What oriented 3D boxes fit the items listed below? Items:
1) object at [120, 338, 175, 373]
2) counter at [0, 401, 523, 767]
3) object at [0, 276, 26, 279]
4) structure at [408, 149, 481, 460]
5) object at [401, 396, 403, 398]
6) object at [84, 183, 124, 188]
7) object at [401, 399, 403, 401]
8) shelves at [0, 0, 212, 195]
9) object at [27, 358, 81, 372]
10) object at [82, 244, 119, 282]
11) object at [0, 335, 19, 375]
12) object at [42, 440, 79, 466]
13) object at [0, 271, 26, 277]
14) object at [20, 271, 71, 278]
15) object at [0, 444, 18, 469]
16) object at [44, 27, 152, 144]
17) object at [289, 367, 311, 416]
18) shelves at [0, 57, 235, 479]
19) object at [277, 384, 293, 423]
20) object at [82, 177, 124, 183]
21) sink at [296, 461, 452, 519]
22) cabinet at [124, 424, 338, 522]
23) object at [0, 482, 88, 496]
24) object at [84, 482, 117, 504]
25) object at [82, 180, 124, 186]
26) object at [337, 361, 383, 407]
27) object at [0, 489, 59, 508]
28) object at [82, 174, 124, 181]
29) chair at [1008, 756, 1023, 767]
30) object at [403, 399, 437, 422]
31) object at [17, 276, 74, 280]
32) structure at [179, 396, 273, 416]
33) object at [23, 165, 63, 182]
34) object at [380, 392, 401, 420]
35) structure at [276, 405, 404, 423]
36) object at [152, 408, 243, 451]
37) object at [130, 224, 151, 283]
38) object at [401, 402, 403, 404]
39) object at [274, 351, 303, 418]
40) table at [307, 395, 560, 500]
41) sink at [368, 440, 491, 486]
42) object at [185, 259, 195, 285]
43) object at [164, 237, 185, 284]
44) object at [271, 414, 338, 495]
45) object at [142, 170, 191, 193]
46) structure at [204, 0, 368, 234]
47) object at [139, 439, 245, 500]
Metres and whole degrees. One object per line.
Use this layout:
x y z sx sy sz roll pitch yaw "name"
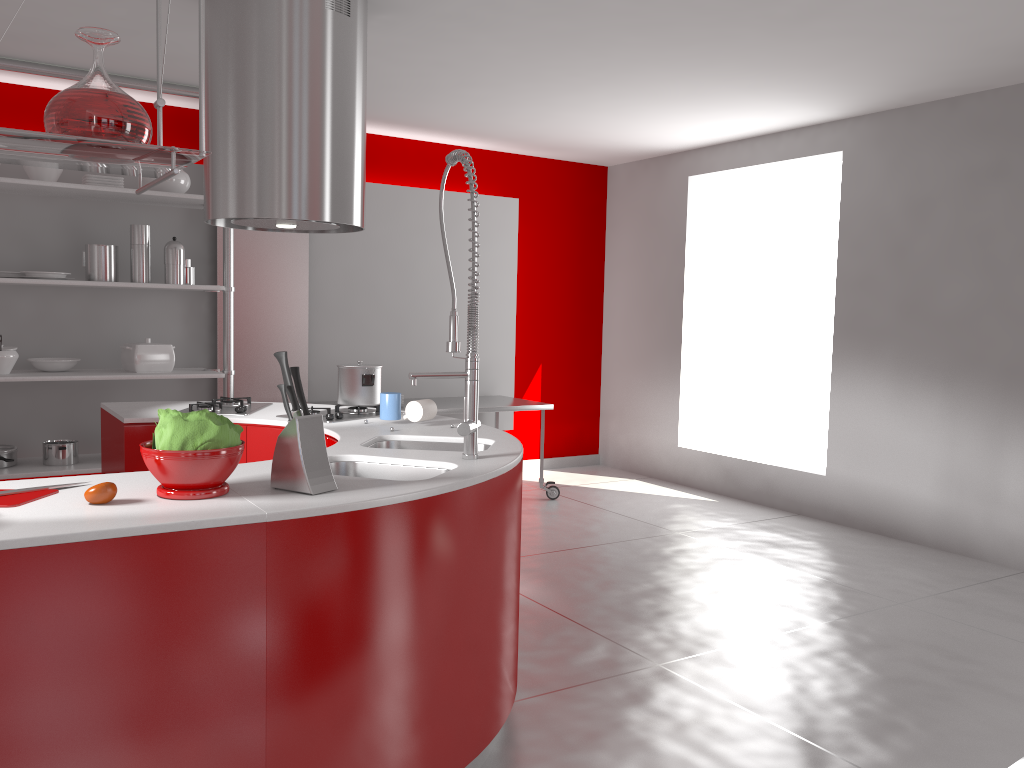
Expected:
-2.134 -0.170 5.196 0.282 0.197 0.235 -3 6 -42 "object"
-0.914 0.641 2.682 1.868 0.880 2.865 1 5 1 "counter"
-2.782 -0.581 4.887 0.280 0.015 0.280 2 5 4 "object"
-0.175 -0.240 2.625 0.178 0.920 0.308 2 5 11 "structure"
-0.848 0.094 5.889 0.228 0.020 0.228 5 6 39 "object"
-2.304 -1.098 4.997 0.200 0.030 0.200 -2 5 -32 "object"
-0.848 0.114 5.890 0.228 0.020 0.228 5 6 39 "object"
-1.121 -0.944 1.725 0.934 1.023 0.462 -2 5 -32 "shelves"
-2.591 -0.106 5.019 0.272 0.072 0.272 3 5 21 "object"
-2.309 -0.675 4.980 0.184 0.205 0.172 -1 5 -27 "object"
-2.746 -0.159 4.739 0.192 0.214 0.192 6 6 44 "object"
-2.532 0.385 4.976 0.196 0.122 0.182 3 5 15 "object"
-2.781 -0.595 4.886 0.244 0.042 0.244 -2 6 -41 "object"
-2.511 -0.580 4.779 0.244 0.042 0.244 5 6 42 "object"
-2.858 0.387 4.805 0.308 0.130 0.407 -1 5 -25 "object"
-0.896 -0.625 1.922 0.213 0.266 0.213 1 5 -4 "object"
-0.497 0.099 2.151 0.130 0.279 0.012 4 5 28 "object"
-2.437 -0.441 4.987 1.735 2.599 0.535 -2 5 -32 "shelves"
-0.524 0.100 2.104 0.091 0.197 0.009 4 5 28 "object"
-2.304 -1.129 4.994 0.200 0.030 0.200 -2 5 -32 "object"
-0.382 0.335 2.472 0.428 0.172 0.326 3 5 18 "sink"
-1.163 0.611 2.570 1.025 0.761 1.875 2 5 13 "cabinet"
-1.123 0.240 1.983 0.041 0.008 0.375 4 5 34 "object"
-0.893 0.236 1.925 0.063 0.048 0.064 5 6 35 "object"
-2.304 -1.114 4.995 0.200 0.030 0.200 -2 5 -32 "object"
-0.638 -0.005 3.712 0.218 0.185 0.189 3 5 20 "object"
-1.160 0.249 1.940 0.266 0.006 0.168 1 5 -6 "object"
-2.303 -1.145 4.993 0.200 0.030 0.200 -2 5 -32 "object"
0.785 0.835 0.900 0.418 0.857 0.460 -2 6 -37 "chair"
-0.354 0.099 3.347 0.109 0.080 0.100 4 5 27 "object"
-2.512 -0.566 4.780 0.280 0.015 0.280 1 5 -3 "object"
-1.215 0.087 3.767 0.303 0.037 0.457 1 5 -3 "structure"
-2.544 -1.152 4.813 0.192 0.153 0.192 0 5 -19 "object"
-0.476 0.084 3.391 0.109 0.100 0.080 4 5 30 "object"
-0.697 0.110 3.639 0.303 0.037 0.457 4 5 32 "structure"
-0.727 0.141 2.051 0.198 0.182 0.193 -1 5 -27 "object"
-2.114 -0.736 5.047 0.109 0.329 0.110 -2 6 -35 "object"
-0.849 0.135 5.892 0.228 0.020 0.228 5 6 39 "object"
-0.518 0.084 2.130 0.150 0.322 0.014 4 5 28 "object"
-0.531 0.472 6.176 1.627 0.682 0.749 -1 5 -31 "table"
-0.276 0.300 2.946 0.428 0.172 0.326 2 5 6 "sink"
-1.965 -0.668 5.313 0.127 0.157 0.127 0 5 -22 "object"
-1.941 -0.709 5.102 0.115 0.274 0.115 -2 6 -40 "object"
-0.497 0.162 2.122 0.137 0.178 0.091 4 5 30 "object"
-2.036 -1.204 5.197 0.287 0.222 0.287 2 5 12 "object"
-0.925 -1.125 3.639 0.644 0.958 0.644 3 5 24 "structure"
-0.736 0.195 2.049 0.228 0.118 0.229 4 5 29 "object"
